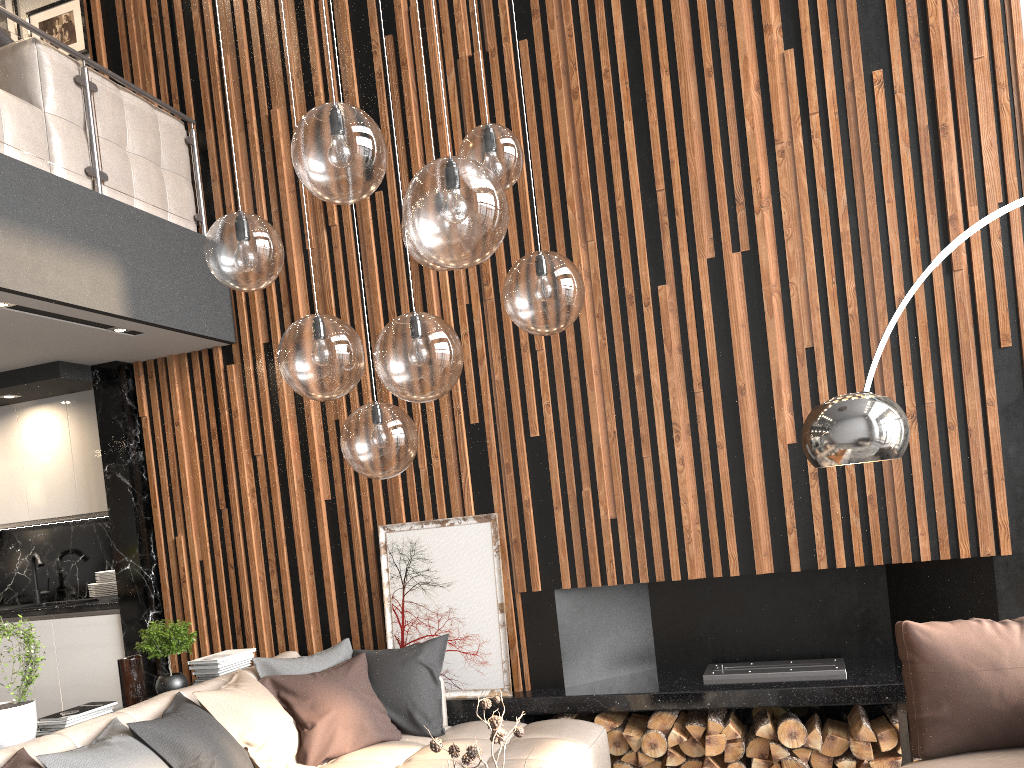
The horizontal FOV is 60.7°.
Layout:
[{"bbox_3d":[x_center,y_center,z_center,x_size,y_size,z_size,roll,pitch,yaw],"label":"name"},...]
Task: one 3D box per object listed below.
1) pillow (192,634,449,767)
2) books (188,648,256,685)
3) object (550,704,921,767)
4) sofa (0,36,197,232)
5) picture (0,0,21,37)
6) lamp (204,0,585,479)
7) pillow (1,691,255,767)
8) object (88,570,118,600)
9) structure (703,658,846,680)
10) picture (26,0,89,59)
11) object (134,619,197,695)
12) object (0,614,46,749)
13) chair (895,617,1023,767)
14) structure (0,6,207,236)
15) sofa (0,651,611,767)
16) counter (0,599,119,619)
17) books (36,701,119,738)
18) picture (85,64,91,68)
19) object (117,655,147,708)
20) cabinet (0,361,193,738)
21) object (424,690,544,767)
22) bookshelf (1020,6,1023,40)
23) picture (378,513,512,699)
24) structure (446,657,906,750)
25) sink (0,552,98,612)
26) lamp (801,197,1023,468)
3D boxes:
[{"bbox_3d":[-0.933,1.608,4.330,1.376,0.546,0.771,0,-8,-42],"label":"pillow"},{"bbox_3d":[-1.567,1.548,4.765,0.201,0.150,0.333,-8,-7,18],"label":"books"},{"bbox_3d":[2.060,1.682,4.186,4.059,0.391,0.436,-9,-5,19],"label":"object"},{"bbox_3d":[-3.302,-1.164,4.585,2.298,0.779,2.284,-9,-7,18],"label":"sofa"},{"bbox_3d":[-4.006,-2.479,6.435,0.996,0.656,0.024,-8,1,18],"label":"picture"},{"bbox_3d":[-0.490,-2.258,2.293,1.237,4.994,1.224,-6,1,15],"label":"lamp"},{"bbox_3d":[-1.465,1.477,3.047,0.545,0.496,1.948,-7,-7,17],"label":"pillow"},{"bbox_3d":[-2.762,1.386,6.048,0.306,0.195,0.301,-8,-6,21],"label":"object"},{"bbox_3d":[1.390,1.529,4.646,0.714,0.103,0.300,-9,-8,18],"label":"structure"},{"bbox_3d":[-3.207,-2.481,6.178,0.507,0.411,0.024,-8,1,18],"label":"picture"},{"bbox_3d":[-1.739,1.389,4.421,0.308,0.408,0.274,-5,-2,-22],"label":"object"},{"bbox_3d":[-2.041,1.211,3.505,0.216,0.575,0.386,-6,-2,-2],"label":"object"},{"bbox_3d":[1.836,1.210,2.699,1.473,0.897,1.462,-1,-8,-45],"label":"chair"},{"bbox_3d":[-4.085,-1.176,3.786,3.392,0.737,4.235,-9,-8,18],"label":"structure"},{"bbox_3d":[-0.872,1.624,3.256,1.885,0.815,3.254,-8,-8,18],"label":"sofa"},{"bbox_3d":[-4.004,1.684,6.364,3.474,0.040,0.612,-9,-8,18],"label":"counter"},{"bbox_3d":[-1.921,1.481,3.836,0.205,0.098,0.326,-8,-8,18],"label":"books"},{"bbox_3d":[-3.075,-1.891,6.165,0.648,0.643,0.024,-7,1,18],"label":"picture"},{"bbox_3d":[-1.808,1.433,4.173,0.110,0.267,0.108,-6,0,24],"label":"object"},{"bbox_3d":[-4.659,1.062,4.973,6.233,3.242,3.623,-8,-4,18],"label":"cabinet"},{"bbox_3d":[-0.071,1.189,2.515,0.316,0.601,0.547,-6,-3,-12],"label":"object"},{"bbox_3d":[3.109,-1.416,4.015,1.467,5.312,0.335,-6,1,18],"label":"bookshelf"},{"bbox_3d":[-0.380,1.253,4.890,0.733,0.998,0.100,-7,1,18],"label":"picture"},{"bbox_3d":[0.983,1.812,4.725,6.563,0.458,0.668,-9,-6,18],"label":"structure"},{"bbox_3d":[-3.471,1.475,6.195,1.118,0.547,0.498,-8,-3,18],"label":"sink"},{"bbox_3d":[1.974,0.498,2.849,2.029,2.334,0.320,-6,1,-5],"label":"lamp"}]
